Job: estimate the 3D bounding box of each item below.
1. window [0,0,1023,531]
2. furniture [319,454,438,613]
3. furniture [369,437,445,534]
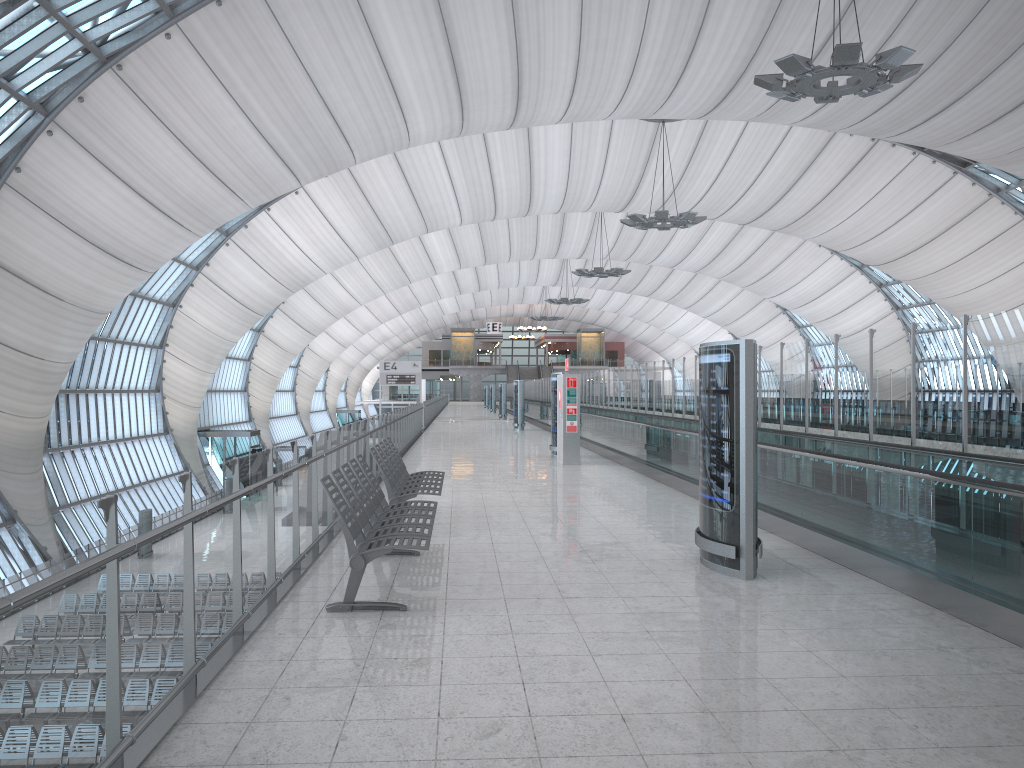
[{"bbox_3d":[4.888,-2.774,78.271,50.537,20.004,167.818,0,0,-3],"label":"window"},{"bbox_3d":[-0.972,1.083,6.974,0.713,0.902,2.520,0,0,-3],"label":"furniture"},{"bbox_3d":[-1.134,1.106,9.992,0.713,0.902,2.520,0,0,-3],"label":"furniture"}]
